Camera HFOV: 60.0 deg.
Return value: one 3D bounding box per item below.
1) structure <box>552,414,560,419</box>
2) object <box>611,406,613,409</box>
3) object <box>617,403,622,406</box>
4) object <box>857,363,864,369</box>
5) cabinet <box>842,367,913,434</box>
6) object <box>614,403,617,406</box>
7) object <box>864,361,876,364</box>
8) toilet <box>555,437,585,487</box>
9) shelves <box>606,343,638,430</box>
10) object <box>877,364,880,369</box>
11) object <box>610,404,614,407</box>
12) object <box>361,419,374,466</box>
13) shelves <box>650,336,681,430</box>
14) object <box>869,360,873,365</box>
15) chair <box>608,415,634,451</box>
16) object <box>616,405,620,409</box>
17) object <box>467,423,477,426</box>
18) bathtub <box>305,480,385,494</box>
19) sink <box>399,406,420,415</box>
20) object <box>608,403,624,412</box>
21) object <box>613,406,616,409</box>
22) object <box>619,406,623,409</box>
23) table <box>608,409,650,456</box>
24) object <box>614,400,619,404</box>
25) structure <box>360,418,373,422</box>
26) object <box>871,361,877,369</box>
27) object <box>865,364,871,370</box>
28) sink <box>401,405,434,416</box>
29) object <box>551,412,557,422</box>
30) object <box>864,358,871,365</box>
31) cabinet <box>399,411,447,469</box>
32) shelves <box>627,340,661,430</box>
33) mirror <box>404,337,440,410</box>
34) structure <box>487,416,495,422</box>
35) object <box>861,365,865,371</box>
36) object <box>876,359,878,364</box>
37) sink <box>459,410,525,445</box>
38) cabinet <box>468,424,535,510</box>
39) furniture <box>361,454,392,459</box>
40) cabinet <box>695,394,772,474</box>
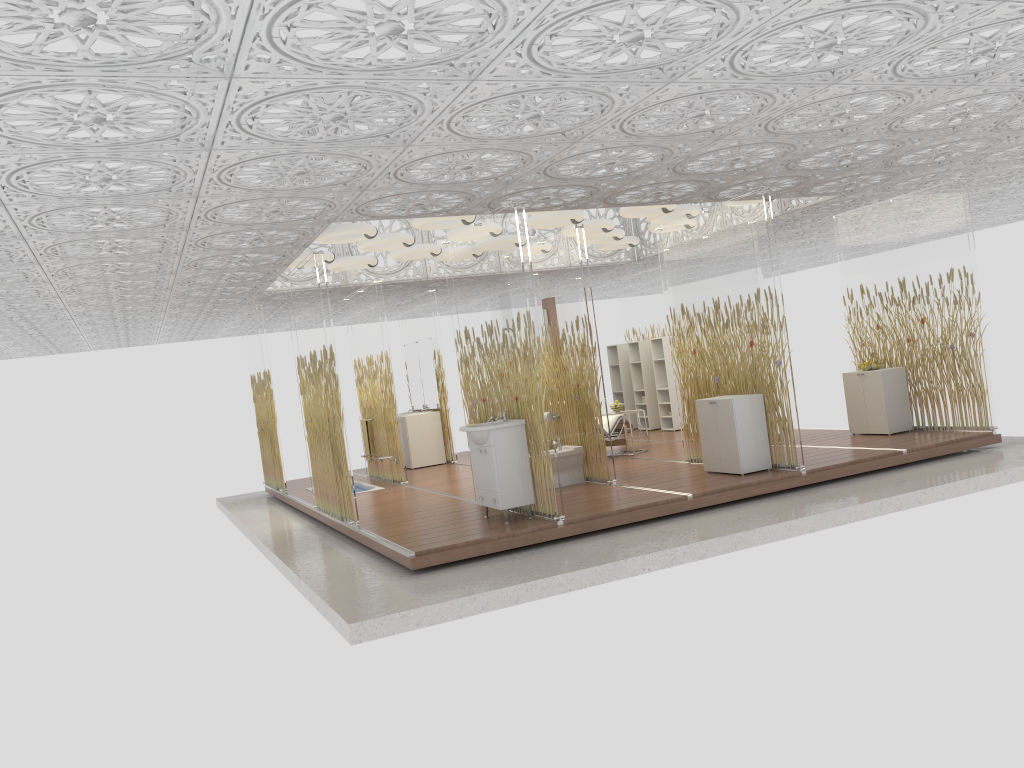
[{"bbox_3d":[0.444,0.360,9.713,0.080,0.047,0.215,-8,1,-23],"label":"structure"},{"bbox_3d":[1.294,0.300,11.378,0.058,0.058,0.058,-7,1,34],"label":"object"},{"bbox_3d":[1.379,0.265,11.366,0.050,0.054,0.055,-7,1,36],"label":"object"},{"bbox_3d":[4.027,-0.212,10.234,0.077,0.067,0.078,-8,1,-22],"label":"object"},{"bbox_3d":[4.180,0.192,10.163,0.358,0.712,0.595,-8,1,-23],"label":"cabinet"},{"bbox_3d":[1.323,0.261,11.330,0.047,0.045,0.047,-8,1,-23],"label":"object"},{"bbox_3d":[4.132,-0.244,10.198,0.045,0.064,0.202,-8,1,-20],"label":"object"},{"bbox_3d":[0.402,0.831,9.271,0.611,0.506,0.401,-8,1,-23],"label":"toilet"},{"bbox_3d":[1.959,0.038,15.283,0.344,1.460,0.366,-8,1,-23],"label":"shelves"},{"bbox_3d":[4.171,-0.195,10.127,0.066,0.055,0.055,-7,1,25],"label":"object"},{"bbox_3d":[1.285,0.283,11.421,0.047,0.048,0.047,-7,1,29],"label":"object"},{"bbox_3d":[-2.010,0.810,12.300,0.042,0.656,0.283,-8,1,-23],"label":"object"},{"bbox_3d":[2.509,-0.017,13.989,0.344,1.460,0.366,-8,1,-23],"label":"shelves"},{"bbox_3d":[4.110,-0.233,10.204,0.032,0.085,0.186,-8,1,-12],"label":"object"},{"bbox_3d":[1.016,0.556,11.505,0.635,0.811,1.787,-7,1,27],"label":"chair"},{"bbox_3d":[1.354,0.291,11.332,0.047,0.045,0.047,-8,1,-19],"label":"object"},{"bbox_3d":[-0.312,0.577,8.220,0.042,0.427,0.295,-8,1,-32],"label":"object"},{"bbox_3d":[-2.226,1.495,11.752,0.700,0.582,1.700,-8,1,-23],"label":"bathtub"},{"bbox_3d":[-1.725,0.506,14.194,0.499,0.266,0.573,-8,1,-26],"label":"sink"},{"bbox_3d":[1.345,0.313,11.390,0.206,0.105,0.206,-7,1,22],"label":"object"},{"bbox_3d":[1.311,0.300,11.340,0.040,0.040,0.039,-8,1,-32],"label":"object"},{"bbox_3d":[1.397,0.304,11.380,0.045,0.042,0.045,-8,1,-29],"label":"object"},{"bbox_3d":[1.454,0.625,11.406,0.420,0.535,0.420,-7,1,37],"label":"table"},{"bbox_3d":[1.343,0.233,11.386,0.055,0.056,0.055,-8,1,-23],"label":"object"},{"bbox_3d":[-2.027,0.501,12.308,0.078,0.047,0.442,-8,1,-23],"label":"structure"},{"bbox_3d":[4.120,-0.216,10.092,0.064,0.097,0.064,-8,1,-32],"label":"object"},{"bbox_3d":[4.054,-0.192,10.118,0.066,0.065,0.091,-8,1,-8],"label":"object"},{"bbox_3d":[-1.444,0.478,13.534,0.499,0.266,0.573,-8,1,-20],"label":"sink"},{"bbox_3d":[0.411,0.364,9.720,0.115,0.115,0.131,-8,1,-23],"label":"object"},{"bbox_3d":[4.075,-0.251,10.192,0.035,0.084,0.200,-7,1,-1],"label":"object"},{"bbox_3d":[-1.410,0.845,13.530,0.549,0.782,0.643,-8,1,-23],"label":"cabinet"},{"bbox_3d":[2.234,0.011,14.636,0.344,1.460,0.366,-8,1,-23],"label":"shelves"},{"bbox_3d":[-1.426,-0.138,13.954,0.009,1.081,1.422,-8,1,-23],"label":"mirror"},{"bbox_3d":[-0.285,0.393,8.176,0.115,0.183,0.405,-8,1,-25],"label":"structure"},{"bbox_3d":[4.035,-0.186,10.173,0.056,0.066,0.053,-8,1,-22],"label":"object"},{"bbox_3d":[4.153,-0.239,10.245,0.051,0.079,0.186,-8,1,-45],"label":"object"},{"bbox_3d":[-0.207,0.381,7.597,0.454,0.263,0.603,-8,1,-23],"label":"sink"},{"bbox_3d":[-0.105,0.696,7.630,0.316,0.678,0.580,-8,1,-23],"label":"cabinet"},{"bbox_3d":[-1.775,0.945,11.571,0.178,0.014,0.977,-8,1,-23],"label":"furniture"},{"bbox_3d":[2.145,0.480,8.617,0.358,0.712,0.595,-8,1,-23],"label":"cabinet"}]
